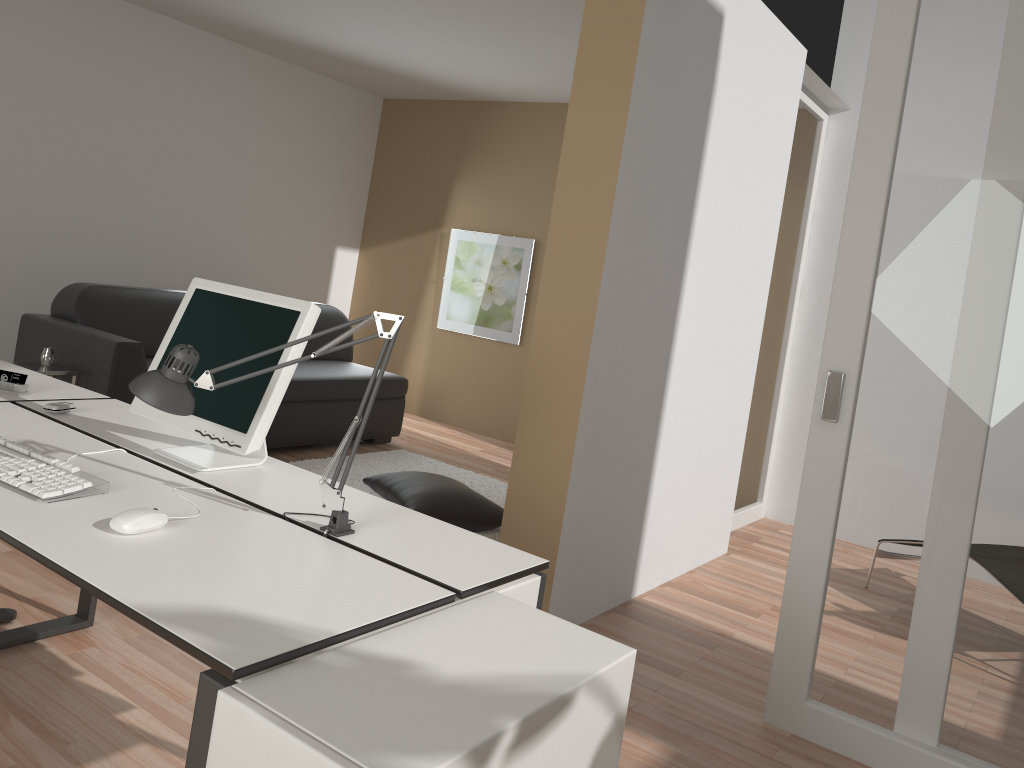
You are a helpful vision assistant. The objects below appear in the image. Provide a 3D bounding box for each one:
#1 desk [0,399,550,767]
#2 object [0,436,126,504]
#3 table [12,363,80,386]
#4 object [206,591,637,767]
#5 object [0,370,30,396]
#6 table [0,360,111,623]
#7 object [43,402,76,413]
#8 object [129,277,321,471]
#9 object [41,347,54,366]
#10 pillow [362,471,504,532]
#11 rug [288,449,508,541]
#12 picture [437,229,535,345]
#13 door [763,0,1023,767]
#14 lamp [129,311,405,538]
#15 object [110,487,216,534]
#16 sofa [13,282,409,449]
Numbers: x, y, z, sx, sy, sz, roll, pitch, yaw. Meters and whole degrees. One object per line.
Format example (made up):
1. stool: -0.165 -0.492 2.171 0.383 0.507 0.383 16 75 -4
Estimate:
1. desk: -0.850 0.551 1.942 1.618 0.685 0.800 13 6 34
2. object: -0.998 0.183 1.955 0.460 0.079 0.386 13 8 29
3. table: -2.302 0.150 4.253 0.229 0.469 0.237 10 2 34
4. object: -0.140 0.755 1.311 0.311 0.674 0.618 10 3 34
5. object: -1.486 -0.006 2.583 0.130 0.055 0.049 10 3 9
6. table: -1.878 0.312 2.548 0.818 0.686 0.922 12 5 31
7. object: -1.243 0.064 2.421 0.047 0.021 0.084 10 7 13
8. object: -0.722 -0.028 2.195 0.471 0.430 0.196 12 2 34
9. object: -2.276 -0.135 4.312 0.058 0.086 0.057 9 2 4
10. pillow: -0.366 0.570 4.330 0.577 0.209 0.617 5 7 -31
11. rug: -0.707 0.594 4.509 1.465 0.045 2.016 14 8 33
12. picture: -0.221 -0.780 6.938 0.824 0.815 0.018 11 1 34
13. door: 1.493 -0.118 2.459 1.199 2.645 0.059 10 0 34
14. lamp: -0.525 0.075 1.823 0.539 0.528 0.140 9 0 -1
15. object: -0.692 0.255 1.760 0.141 0.079 0.371 10 7 12
16. sofa: -1.665 -0.082 5.392 0.961 0.832 2.248 12 7 33
